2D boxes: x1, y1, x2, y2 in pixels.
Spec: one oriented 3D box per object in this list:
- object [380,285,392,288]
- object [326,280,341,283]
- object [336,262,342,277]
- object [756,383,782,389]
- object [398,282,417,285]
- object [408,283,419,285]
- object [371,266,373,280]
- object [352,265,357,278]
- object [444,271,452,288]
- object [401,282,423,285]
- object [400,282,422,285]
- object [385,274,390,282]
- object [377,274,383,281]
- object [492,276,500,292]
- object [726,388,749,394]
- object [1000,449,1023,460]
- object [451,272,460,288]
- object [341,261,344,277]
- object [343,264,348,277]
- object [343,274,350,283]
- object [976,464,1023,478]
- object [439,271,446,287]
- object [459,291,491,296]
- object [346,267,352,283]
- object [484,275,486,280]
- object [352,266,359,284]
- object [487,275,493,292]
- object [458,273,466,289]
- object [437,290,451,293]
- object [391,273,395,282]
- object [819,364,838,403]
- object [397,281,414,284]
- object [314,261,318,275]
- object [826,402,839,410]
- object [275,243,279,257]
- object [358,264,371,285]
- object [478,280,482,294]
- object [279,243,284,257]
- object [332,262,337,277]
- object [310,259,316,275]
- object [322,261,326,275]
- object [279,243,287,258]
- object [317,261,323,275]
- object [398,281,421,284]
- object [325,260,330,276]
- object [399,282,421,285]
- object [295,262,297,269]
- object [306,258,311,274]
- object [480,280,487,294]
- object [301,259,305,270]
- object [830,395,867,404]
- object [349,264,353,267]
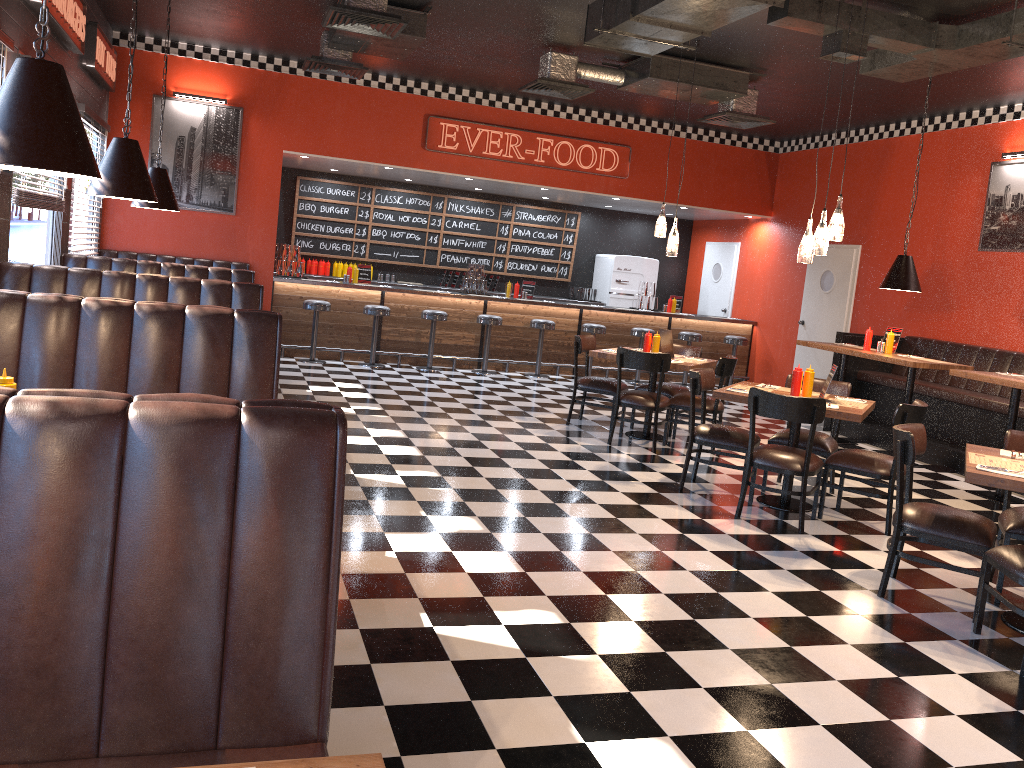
[{"bbox_3d":[-1.672,-1.296,11.744,0.157,0.019,0.256,4,8,-13],"label":"object"},{"bbox_3d":[-2.325,-1.333,11.514,0.157,0.019,0.256,3,8,-22],"label":"object"},{"bbox_3d":[-2.623,-1.742,13.444,0.068,0.237,0.068,1,7,-42],"label":"object"},{"bbox_3d":[1.922,0.015,6.646,0.158,0.019,0.255,10,9,29],"label":"object"},{"bbox_3d":[-1.595,-1.569,13.831,0.365,0.001,0.262,4,8,-13],"label":"object"},{"bbox_3d":[-1.594,-1.572,13.831,0.365,0.001,0.262,4,8,-15],"label":"object"},{"bbox_3d":[-2.186,-1.728,13.678,0.068,0.237,0.068,4,6,-16],"label":"object"},{"bbox_3d":[-2.411,-1.735,13.558,0.068,0.237,0.068,1,7,-42],"label":"object"},{"bbox_3d":[-1.004,-1.659,14.019,0.072,0.259,0.193,5,6,-16],"label":"object"},{"bbox_3d":[-1.594,-1.576,13.831,0.365,0.001,0.262,4,8,-15],"label":"object"},{"bbox_3d":[-1.594,-1.576,13.831,0.365,0.001,0.262,3,8,-18],"label":"object"},{"bbox_3d":[-1.933,-1.661,13.771,0.047,0.135,0.094,9,7,26],"label":"object"},{"bbox_3d":[-2.038,-1.666,13.729,0.094,0.135,0.047,8,6,17],"label":"object"},{"bbox_3d":[-0.262,-1.614,14.265,0.072,0.256,0.189,5,6,-13],"label":"object"},{"bbox_3d":[1.629,0.049,6.172,0.256,0.019,0.158,10,9,26],"label":"object"},{"bbox_3d":[2.634,0.369,4.620,0.158,0.019,0.255,10,9,28],"label":"object"},{"bbox_3d":[-0.899,-1.653,14.055,0.072,0.256,0.189,4,7,-23],"label":"object"},{"bbox_3d":[-2.615,-1.755,13.545,0.068,0.237,0.068,4,6,-16],"label":"object"},{"bbox_3d":[-2.542,-1.745,13.532,0.068,0.237,0.068,4,6,-20],"label":"object"},{"bbox_3d":[-2.184,-1.401,11.691,0.094,0.135,0.047,8,6,17],"label":"object"},{"bbox_3d":[2.296,0.403,4.110,0.256,0.019,0.158,10,9,29],"label":"object"},{"bbox_3d":[-1.093,-1.665,13.995,0.070,0.257,0.190,5,6,-11],"label":"object"},{"bbox_3d":[-0.525,-1.269,12.433,0.436,0.018,0.274,3,8,-18],"label":"object"},{"bbox_3d":[-2.168,-1.469,11.812,0.068,0.237,0.068,4,6,-17],"label":"object"},{"bbox_3d":[-0.474,-1.627,14.195,0.072,0.256,0.189,5,6,-13],"label":"object"},{"bbox_3d":[-2.077,-1.453,11.768,0.068,0.237,0.068,4,6,-17],"label":"object"},{"bbox_3d":[-0.367,-1.620,14.230,0.074,0.257,0.190,4,6,-16],"label":"object"},{"bbox_3d":[-0.792,-1.646,14.091,0.072,0.256,0.189,5,6,-13],"label":"object"},{"bbox_3d":[-0.920,-1.254,12.015,0.157,0.019,0.256,3,8,-22],"label":"object"},{"bbox_3d":[-1.849,-1.650,13.756,0.046,0.135,0.094,4,7,-23],"label":"object"},{"bbox_3d":[2.190,-0.009,6.144,0.072,0.256,0.189,7,6,11],"label":"object"},{"bbox_3d":[-1.594,-1.578,13.830,0.365,0.001,0.262,4,8,-17],"label":"object"},{"bbox_3d":[-2.980,-1.778,13.429,0.068,0.237,0.068,4,6,-16],"label":"object"},{"bbox_3d":[2.092,0.137,5.891,0.158,0.019,0.256,9,8,19],"label":"object"},{"bbox_3d":[-3.465,-1.965,12.984,0.105,0.208,0.106,2,7,-33],"label":"object"},{"bbox_3d":[-1.988,-1.476,11.934,0.188,0.256,0.073,3,6,-28],"label":"object"},{"bbox_3d":[-0.440,-1.367,12.500,0.106,0.208,0.105,9,6,26],"label":"object"},{"bbox_3d":[-3.405,-1.979,13.132,0.105,0.208,0.106,2,7,-33],"label":"object"},{"bbox_3d":[-2.694,-1.757,13.503,0.068,0.237,0.068,1,7,-41],"label":"object"},{"bbox_3d":[-2.998,-1.767,13.339,0.068,0.237,0.068,1,7,-41],"label":"object"},{"bbox_3d":[-2.874,-1.774,13.487,0.068,0.237,0.068,4,6,-17],"label":"object"},{"bbox_3d":[-3.361,-1.960,13.025,0.105,0.208,0.106,2,7,-33],"label":"object"},{"bbox_3d":[-2.896,-1.763,13.390,0.068,0.237,0.068,4,6,-16],"label":"object"},{"bbox_3d":[-1.593,-1.581,13.830,0.365,0.001,0.262,4,8,-17],"label":"object"},{"bbox_3d":[-2.796,-1.760,13.440,0.068,0.237,0.068,4,6,-16],"label":"object"},{"bbox_3d":[-1.594,-1.574,13.831,0.365,0.001,0.262,4,8,-14],"label":"object"},{"bbox_3d":[-3.237,-1.787,13.299,0.068,0.237,0.068,1,7,-41],"label":"object"},{"bbox_3d":[-3.073,-1.784,13.403,0.068,0.237,0.068,4,6,-16],"label":"object"},{"bbox_3d":[-0.394,-1.347,12.393,0.106,0.208,0.105,9,6,26],"label":"object"},{"bbox_3d":[-3.151,-1.783,13.333,0.068,0.237,0.068,6,5,-2],"label":"object"},{"bbox_3d":[2.408,0.107,6.352,0.256,0.019,0.158,10,9,28],"label":"object"},{"bbox_3d":[-2.480,-1.748,13.601,0.068,0.237,0.068,1,7,-42],"label":"object"}]
